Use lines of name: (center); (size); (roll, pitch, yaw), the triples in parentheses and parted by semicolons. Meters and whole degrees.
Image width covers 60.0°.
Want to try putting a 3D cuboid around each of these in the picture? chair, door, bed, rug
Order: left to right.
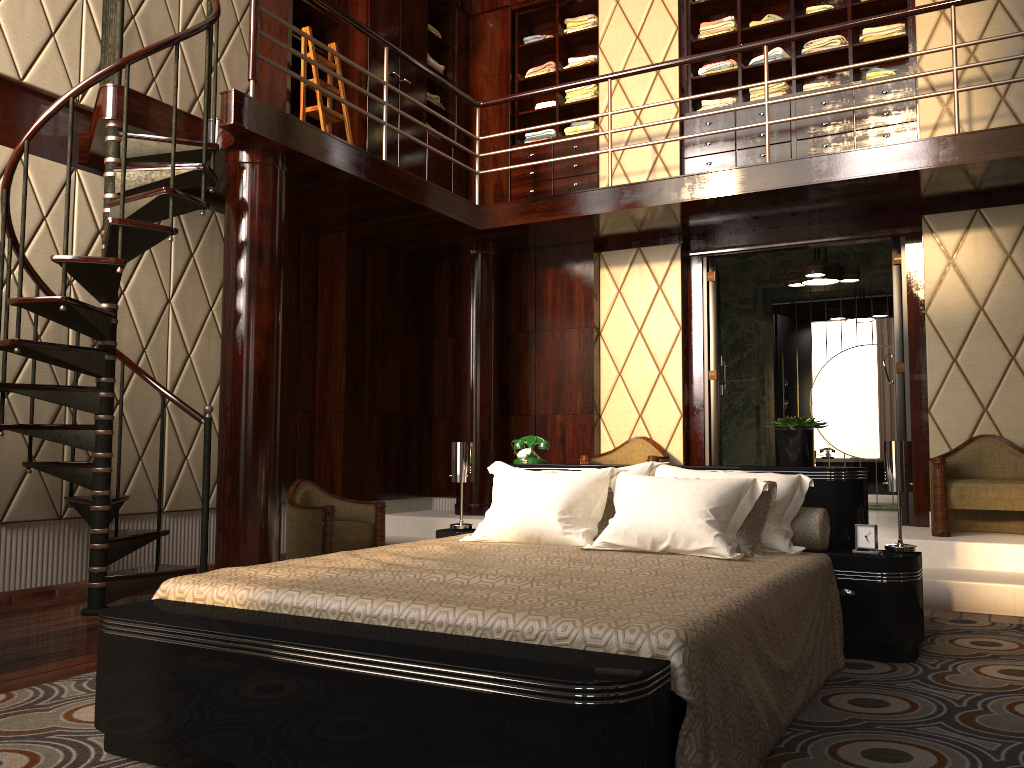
chair: (-1.057, 0.835, 5.151); (0.462, 0.550, 0.571); (-2, -5, 29)
bed: (0.144, 0.602, 2.827); (1.985, 0.660, 2.381); (-2, -5, 29)
rug: (0.205, 0.917, 2.634); (2.910, 0.006, 3.735); (-2, -5, 29)
chair: (0.764, 0.614, 5.794); (0.571, 0.550, 0.462); (-2, -5, 29)
door: (2.007, 0.024, 6.121); (1.435, 1.820, 0.828); (-2, -5, 28)
chair: (2.580, 0.543, 4.798); (0.571, 0.550, 0.462); (-2, -5, 29)

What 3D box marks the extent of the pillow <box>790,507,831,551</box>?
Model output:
pillow: (0.540, 0.550, 3.555); (1.396, 0.167, 0.173); (-2, -5, 29)

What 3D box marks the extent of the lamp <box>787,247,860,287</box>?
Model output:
lamp: (2.211, -0.906, 6.486); (0.515, 0.347, 0.467); (3, -5, -31)

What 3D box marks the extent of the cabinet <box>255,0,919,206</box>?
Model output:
cabinet: (1.578, -2.389, 5.370); (6.767, 2.432, 2.576); (-2, -5, 29)

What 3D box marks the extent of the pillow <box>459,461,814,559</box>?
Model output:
pillow: (0.398, 0.449, 3.282); (1.322, 0.320, 0.685); (-2, -5, 30)

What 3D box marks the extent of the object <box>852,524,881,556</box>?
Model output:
object: (1.235, 0.542, 3.091); (0.088, 0.103, 0.034); (-3, -6, 37)

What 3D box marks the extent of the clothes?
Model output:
clothes: (1.546, -2.360, 6.212); (4.996, 0.954, 0.818); (-2, -5, 22)

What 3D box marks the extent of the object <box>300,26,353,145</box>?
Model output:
object: (-1.128, -1.721, 5.531); (0.258, 0.974, 0.275); (-2, -5, 29)

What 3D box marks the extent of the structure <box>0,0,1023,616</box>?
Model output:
structure: (0.962, -0.564, 4.118); (6.107, 3.189, 3.750); (-2, -5, 29)

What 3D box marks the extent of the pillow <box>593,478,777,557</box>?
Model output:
pillow: (0.408, 0.471, 3.245); (1.123, 0.271, 0.293); (-2, -5, 29)

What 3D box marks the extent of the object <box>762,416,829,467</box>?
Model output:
object: (1.137, 0.229, 3.552); (0.256, 0.205, 0.241); (-1, -5, 11)

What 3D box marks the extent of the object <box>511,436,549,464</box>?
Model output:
object: (0.085, 0.306, 4.129); (0.158, 0.131, 0.178); (1, -4, -9)

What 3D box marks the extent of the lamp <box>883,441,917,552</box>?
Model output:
lamp: (1.381, 0.397, 3.163); (0.106, 0.385, 0.109); (-3, -5, 36)

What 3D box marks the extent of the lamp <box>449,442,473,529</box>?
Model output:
lamp: (-0.226, 0.456, 4.005); (0.106, 0.385, 0.109); (-3, -5, 36)
